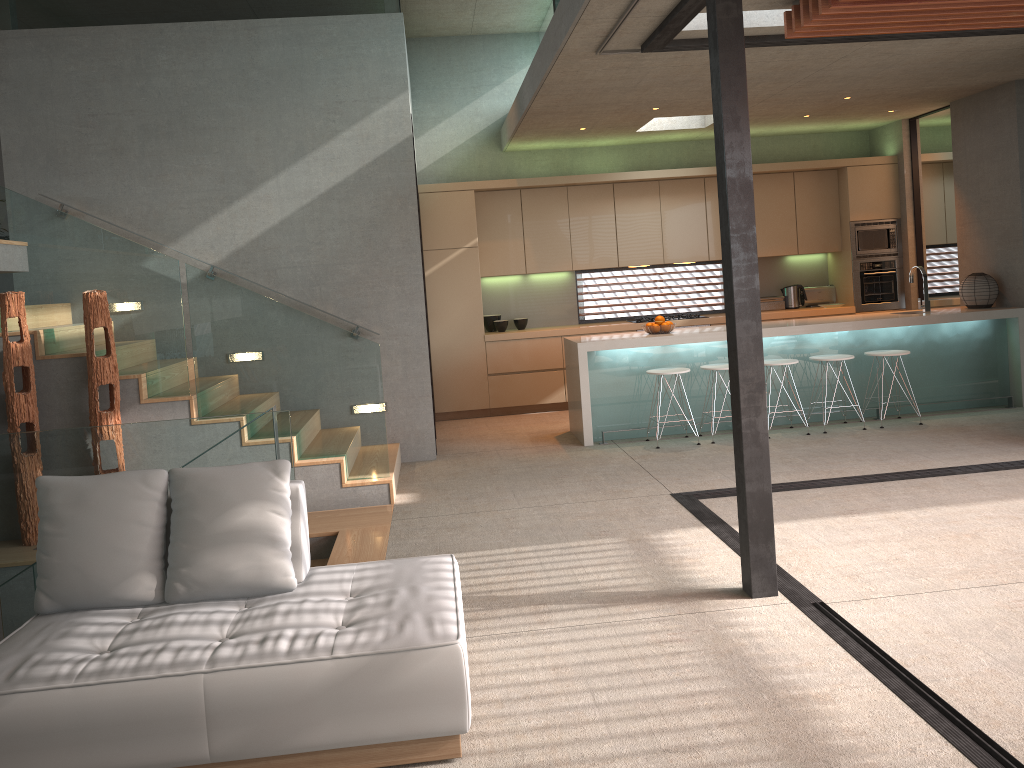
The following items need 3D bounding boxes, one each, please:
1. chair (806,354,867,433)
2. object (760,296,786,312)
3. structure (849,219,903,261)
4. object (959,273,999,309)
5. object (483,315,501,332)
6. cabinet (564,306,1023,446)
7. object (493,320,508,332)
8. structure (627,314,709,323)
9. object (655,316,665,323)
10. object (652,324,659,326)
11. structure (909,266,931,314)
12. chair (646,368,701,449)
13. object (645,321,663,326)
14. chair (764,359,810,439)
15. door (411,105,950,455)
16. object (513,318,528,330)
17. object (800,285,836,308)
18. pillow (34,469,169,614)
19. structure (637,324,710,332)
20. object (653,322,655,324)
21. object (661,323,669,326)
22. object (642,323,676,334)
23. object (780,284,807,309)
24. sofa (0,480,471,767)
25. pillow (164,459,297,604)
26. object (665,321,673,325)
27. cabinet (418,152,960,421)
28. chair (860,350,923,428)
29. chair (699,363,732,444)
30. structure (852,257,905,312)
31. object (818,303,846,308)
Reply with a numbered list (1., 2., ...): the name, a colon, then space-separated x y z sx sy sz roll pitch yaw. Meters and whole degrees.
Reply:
1. chair: 2.792 0.073 7.675 0.382 0.622 0.383 -4 3 -5
2. object: 2.976 -0.941 10.396 0.400 0.159 0.241 -5 5 -5
3. structure: 4.099 -1.657 10.215 0.596 0.436 0.462 -5 5 -5
4. object: 4.429 -0.888 8.387 0.340 0.333 0.341 -5 5 -13
5. object: -0.230 -0.692 10.113 0.226 0.187 0.226 -7 6 -27
6. cabinet: 2.606 -0.120 8.234 4.122 0.897 0.804 -5 4 -5
7. object: -0.120 -0.650 9.955 0.170 0.126 0.170 -6 6 -18
8. structure: 1.765 -0.728 10.053 0.839 0.090 0.466 -5 7 -5
9. object: 1.357 -0.581 8.116 0.095 0.094 0.095 -3 5 15
10. object: 1.303 -0.504 8.009 0.081 0.081 0.081 -2 5 24
11. structure: 3.800 -0.885 8.291 0.097 0.440 0.259 -4 3 -5
12. chair: 1.352 0.192 7.544 0.382 0.622 0.383 -4 3 -5
13. object: 1.292 -0.518 8.062 0.173 0.100 0.097 1 6 40
14. chair: 2.298 0.114 7.629 0.382 0.622 0.383 -4 3 -5
15. door: 0.283 0.047 5.833 15.388 4.458 5.782 -8 7 -33
16. object: 0.102 -0.684 10.109 0.170 0.126 0.170 -6 6 -18
17. object: 3.621 -1.040 10.464 0.390 0.247 0.151 -5 3 -5
18. pillow: -1.555 0.588 3.351 0.492 0.496 0.239 -4 3 -5
19. structure: 1.809 -0.381 9.817 0.828 0.499 0.079 -5 2 -5
20. object: 1.310 -0.526 8.165 0.087 0.087 0.086 -9 6 -44
21. object: 1.387 -0.514 8.006 0.087 0.087 0.087 -5 5 -15
22. object: 1.347 -0.505 8.087 0.315 0.082 0.317 -5 7 -5
23. object: 3.310 -1.027 10.387 0.278 0.284 0.178 -4 3 0
24. sofa: -0.976 0.821 3.163 1.596 0.730 1.018 -5 5 -5
25. pillow: -1.076 0.560 3.391 0.492 0.482 0.267 -4 3 -5
26. object: 1.433 -0.529 8.086 0.094 0.094 0.094 -5 5 -16
27. cabinet: 2.819 -1.128 9.516 7.473 2.559 1.974 -5 4 -5
28. chair: 3.293 0.032 7.721 0.382 0.622 0.383 -4 3 -5
29. chair: 1.822 0.154 7.586 0.382 0.622 0.383 -4 3 -5
30. structure: 4.137 -1.149 10.216 0.596 0.578 0.499 -4 4 -5
31. object: 3.681 -0.901 10.171 0.311 0.034 0.310 -9 8 -36
